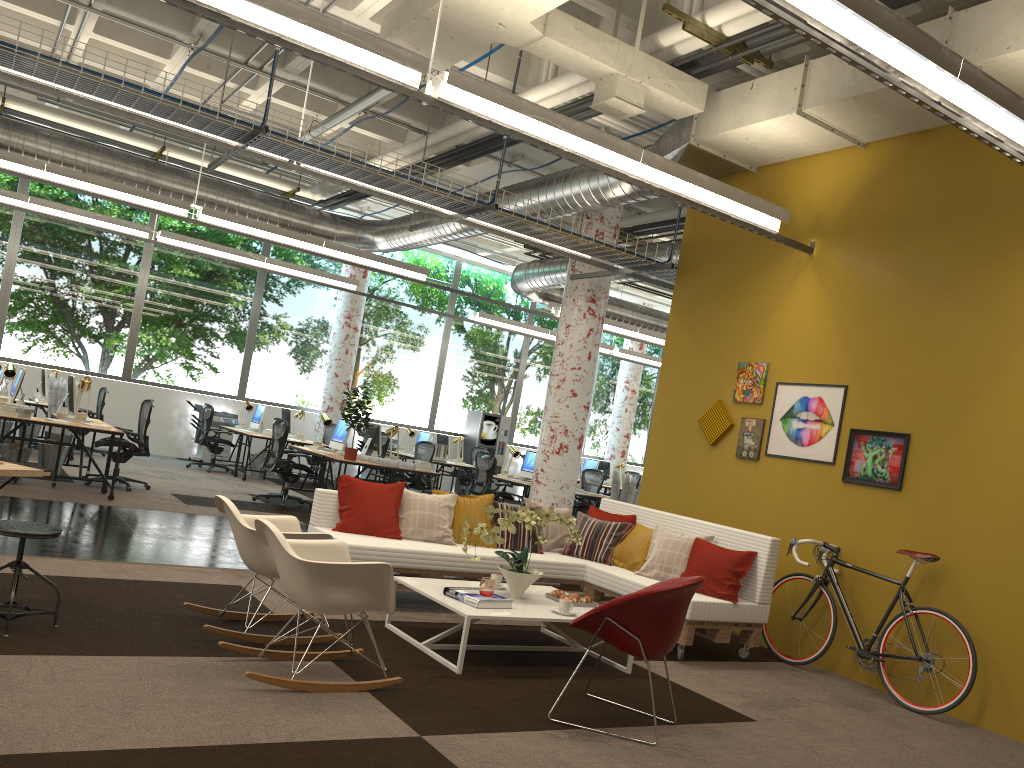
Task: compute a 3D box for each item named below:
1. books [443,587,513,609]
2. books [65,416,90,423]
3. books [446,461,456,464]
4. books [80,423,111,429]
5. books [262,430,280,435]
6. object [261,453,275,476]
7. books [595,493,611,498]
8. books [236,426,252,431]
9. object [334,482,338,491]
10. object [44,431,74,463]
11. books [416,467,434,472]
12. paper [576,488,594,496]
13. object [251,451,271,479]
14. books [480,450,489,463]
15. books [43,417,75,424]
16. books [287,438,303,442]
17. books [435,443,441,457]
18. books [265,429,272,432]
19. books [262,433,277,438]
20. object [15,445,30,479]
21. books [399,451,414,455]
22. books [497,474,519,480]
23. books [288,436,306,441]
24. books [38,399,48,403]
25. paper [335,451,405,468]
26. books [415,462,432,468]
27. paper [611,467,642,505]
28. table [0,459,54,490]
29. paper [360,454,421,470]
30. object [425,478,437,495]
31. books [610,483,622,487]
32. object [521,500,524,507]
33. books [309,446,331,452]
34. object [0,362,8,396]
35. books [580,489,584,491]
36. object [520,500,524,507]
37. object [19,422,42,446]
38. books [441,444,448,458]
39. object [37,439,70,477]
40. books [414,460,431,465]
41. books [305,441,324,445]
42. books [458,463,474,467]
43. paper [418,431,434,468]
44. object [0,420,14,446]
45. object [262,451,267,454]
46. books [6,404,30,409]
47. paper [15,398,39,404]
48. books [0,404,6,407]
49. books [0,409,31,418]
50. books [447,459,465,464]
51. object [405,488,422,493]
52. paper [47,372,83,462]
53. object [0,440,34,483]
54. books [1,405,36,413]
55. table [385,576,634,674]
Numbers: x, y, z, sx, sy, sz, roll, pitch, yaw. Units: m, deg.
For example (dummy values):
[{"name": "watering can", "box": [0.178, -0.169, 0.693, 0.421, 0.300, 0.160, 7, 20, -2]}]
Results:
[{"name": "books", "box": [-0.205, 1.289, 5.339, 0.281, 0.048, 0.333, 13, -5, -41]}, {"name": "books", "box": [-4.776, 0.392, 9.728, 0.226, 0.038, 0.308, 12, -4, -32]}, {"name": "books", "box": [-1.154, 1.414, 15.987, 0.242, 0.019, 0.206, 7, -4, 35]}, {"name": "books", "box": [-4.389, 0.442, 9.334, 0.199, 0.024, 0.236, 7, -4, 31]}, {"name": "books", "box": [-3.845, 0.780, 14.174, 0.192, 0.044, 0.258, 9, -4, 15]}, {"name": "object", "box": [-4.284, 1.387, 15.657, 0.355, 0.434, 0.357, 11, -2, -36]}, {"name": "books", "box": [1.350, 1.662, 13.185, 0.243, 0.019, 0.206, 9, -4, 5]}, {"name": "books", "box": [-4.633, 0.772, 15.339, 0.226, 0.038, 0.308, 12, -4, -32]}, {"name": "object", "box": [-2.163, 1.459, 11.461, 0.355, 0.434, 0.357, 11, -2, -36]}, {"name": "object", "box": [-6.194, 0.865, 12.052, 0.352, 0.398, 0.354, 9, -2, 13]}, {"name": "books", "box": [-1.163, 1.083, 11.387, 0.201, 0.050, 0.271, 12, -4, -35]}, {"name": "paper", "box": [0.836, 1.538, 12.856, 0.629, 0.061, 0.566, 12, -4, -35]}, {"name": "object", "box": [-4.169, 1.342, 14.643, 0.355, 0.434, 0.357, 11, -2, -36]}, {"name": "books", "box": [-0.529, 1.389, 16.286, 0.068, 0.310, 0.233, 10, -2, -32]}, {"name": "books", "box": [-4.699, 0.383, 9.184, 0.242, 0.019, 0.206, 7, -4, 35]}, {"name": "books", "box": [-3.567, 0.907, 14.427, 0.242, 0.019, 0.206, 7, -4, 35]}, {"name": "books", "box": [-1.369, 1.212, 15.742, 0.068, 0.310, 0.233, 10, -2, -32]}, {"name": "books", "box": [-3.854, 0.746, 14.175, 0.153, 0.030, 0.185, 10, -4, -4]}, {"name": "books", "box": [-3.874, 0.821, 14.158, 0.200, 0.050, 0.272, 10, -3, -5]}, {"name": "object", "box": [-5.235, 0.845, 9.438, 0.120, 0.403, 0.234, 10, -1, -32]}, {"name": "books", "box": [-2.038, 1.318, 17.017, 0.226, 0.038, 0.308, 12, -4, -32]}, {"name": "books", "box": [-0.064, 1.455, 13.897, 0.226, 0.038, 0.308, 12, -4, -32]}, {"name": "books", "box": [-3.644, 0.916, 14.971, 0.226, 0.038, 0.308, 12, -4, -32]}, {"name": "books", "box": [-6.788, 0.255, 12.938, 0.226, 0.038, 0.308, 12, -4, -32]}, {"name": "paper", "box": [-1.820, 0.943, 11.204, 1.130, 0.082, 0.083, 7, -3, 32]}, {"name": "books", "box": [-1.144, 1.040, 11.412, 0.193, 0.044, 0.257, 11, -4, -15]}, {"name": "paper", "box": [1.566, 1.800, 12.657, 0.439, 1.197, 0.414, 9, -1, 36]}, {"name": "table", "box": [-2.889, 0.756, 4.515, 0.624, 0.759, 0.618, 9, -2, 18]}, {"name": "paper", "box": [-1.681, 0.972, 11.293, 1.131, 0.082, 0.083, 8, -2, 22]}, {"name": "object", "box": [-1.508, 1.916, 16.359, 0.120, 0.403, 0.234, 10, -1, -32]}, {"name": "books", "box": [2.263, 2.159, 18.791, 0.226, 0.038, 0.308, 12, -4, -32]}, {"name": "object", "box": [0.215, 2.069, 14.176, 0.120, 0.403, 0.234, 10, -1, -32]}, {"name": "books", "box": [-2.627, 0.888, 12.157, 0.226, 0.038, 0.308, 12, -4, -32]}, {"name": "object", "box": [-7.395, -0.078, 12.872, 0.190, 0.485, 0.482, 10, -2, -32]}, {"name": "books", "box": [0.926, 1.600, 13.529, 0.226, 0.038, 0.308, 12, -4, -32]}, {"name": "object", "box": [0.285, 2.070, 14.214, 0.355, 0.434, 0.357, 11, -2, -36]}, {"name": "object", "box": [-7.428, 0.725, 13.624, 0.355, 0.434, 0.357, 11, -2, -36]}, {"name": "books", "box": [-1.247, 1.238, 15.822, 0.068, 0.310, 0.233, 10, -2, -32]}, {"name": "object", "box": [-5.416, 0.863, 10.414, 0.355, 0.434, 0.357, 11, -2, -36]}, {"name": "books", "box": [-1.152, 1.007, 11.405, 0.153, 0.030, 0.184, 12, -4, -34]}, {"name": "books", "box": [-3.257, 0.966, 14.577, 0.199, 0.024, 0.236, 7, -4, 31]}, {"name": "books", "box": [-0.845, 1.474, 16.137, 0.199, 0.024, 0.236, 7, -4, 31]}, {"name": "paper", "box": [-1.760, 1.569, 17.909, 0.439, 1.197, 0.414, 9, -1, 36]}, {"name": "object", "box": [-7.313, 0.680, 12.610, 0.355, 0.434, 0.357, 11, -2, -36]}, {"name": "object", "box": [-4.355, 1.386, 15.618, 0.120, 0.403, 0.234, 10, -1, -32]}, {"name": "books", "box": [-4.986, 0.222, 8.933, 0.153, 0.030, 0.185, 10, -4, -4]}, {"name": "paper", "box": [-6.877, 0.194, 12.266, 0.629, 0.061, 0.566, 12, -4, -35]}, {"name": "books", "box": [-5.765, 0.248, 10.096, 0.226, 0.038, 0.308, 12, -4, -32]}, {"name": "books", "box": [-5.006, 0.297, 8.915, 0.200, 0.050, 0.272, 10, -3, -5]}, {"name": "books", "box": [-1.049, 1.463, 16.649, 0.226, 0.038, 0.308, 12, -4, -32]}, {"name": "object", "box": [-1.483, 1.567, 11.465, 0.543, 0.454, 0.220, 11, -2, -32]}, {"name": "paper", "box": [-6.147, 0.456, 12.066, 0.439, 1.197, 0.414, 9, -1, 36]}, {"name": "object", "box": [-5.301, 0.818, 9.400, 0.355, 0.434, 0.357, 11, -2, -36]}, {"name": "books", "box": [-4.977, 0.256, 8.932, 0.192, 0.044, 0.258, 9, -4, 15]}, {"name": "table", "box": [-0.009, 1.532, 5.644, 1.268, 0.330, 0.982, 12, -4, -32]}]
